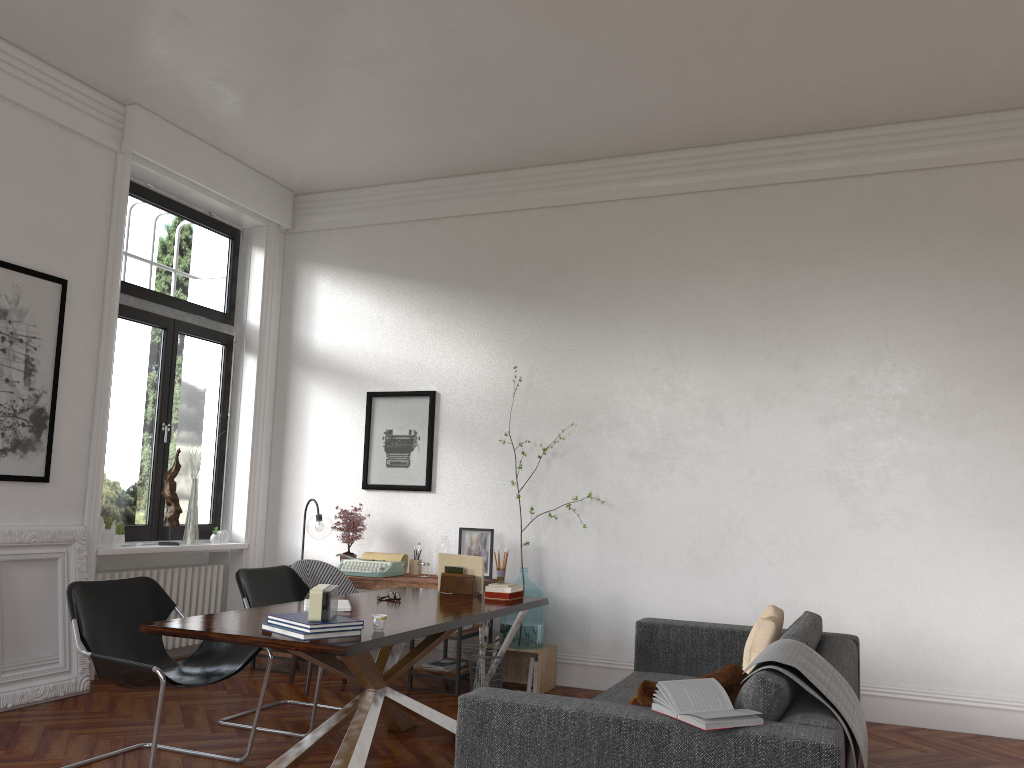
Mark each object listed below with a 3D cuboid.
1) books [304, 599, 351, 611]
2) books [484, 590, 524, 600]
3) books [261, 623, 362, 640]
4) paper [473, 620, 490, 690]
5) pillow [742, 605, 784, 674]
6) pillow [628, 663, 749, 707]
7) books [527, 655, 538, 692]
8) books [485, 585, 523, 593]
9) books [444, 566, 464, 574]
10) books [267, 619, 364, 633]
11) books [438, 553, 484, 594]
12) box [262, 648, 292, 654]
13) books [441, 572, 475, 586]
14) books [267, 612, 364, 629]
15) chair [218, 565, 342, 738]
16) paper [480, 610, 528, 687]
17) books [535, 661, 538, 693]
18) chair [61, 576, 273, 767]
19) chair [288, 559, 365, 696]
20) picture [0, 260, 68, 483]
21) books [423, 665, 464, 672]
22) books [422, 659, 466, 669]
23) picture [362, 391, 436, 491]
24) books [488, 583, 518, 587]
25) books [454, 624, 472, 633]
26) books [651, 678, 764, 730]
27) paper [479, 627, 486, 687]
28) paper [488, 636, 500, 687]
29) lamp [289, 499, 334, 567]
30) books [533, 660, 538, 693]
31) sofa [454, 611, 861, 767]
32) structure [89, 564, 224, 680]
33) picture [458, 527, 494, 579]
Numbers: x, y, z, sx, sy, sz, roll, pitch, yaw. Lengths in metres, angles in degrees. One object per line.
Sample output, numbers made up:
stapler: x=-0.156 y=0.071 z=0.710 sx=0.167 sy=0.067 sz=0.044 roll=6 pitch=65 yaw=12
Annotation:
books: x=-0.937 y=1.124 z=4.503 sx=0.231 sy=0.026 sz=0.326 roll=4 pitch=-8 yaw=-12
books: x=-0.044 y=1.247 z=5.262 sx=0.159 sy=0.039 sz=0.216 roll=-1 pitch=-9 yaw=24
books: x=-0.825 y=1.005 z=3.633 sx=0.264 sy=0.027 sz=0.348 roll=9 pitch=-11 yaw=-42
paper: x=-0.204 y=1.841 z=6.196 sx=0.047 sy=0.624 sz=0.294 roll=0 pitch=-7 yaw=15
pillow: x=1.255 y=1.371 z=4.508 sx=0.225 sy=0.459 sz=0.487 roll=-1 pitch=-8 yaw=22
pillow: x=0.580 y=1.184 z=3.119 sx=0.470 sy=0.395 sz=0.331 roll=6 pitch=-8 yaw=-30
books: x=0.162 y=2.042 z=6.234 sx=0.054 sy=0.257 sz=0.188 roll=-1 pitch=-8 yaw=23
books: x=-0.044 y=1.215 z=5.276 sx=0.164 sy=0.028 sz=0.208 roll=-1 pitch=-8 yaw=20
books: x=-0.352 y=1.200 z=5.448 sx=0.128 sy=0.157 sz=0.041 roll=-1 pitch=-7 yaw=22
books: x=-0.809 y=0.984 z=3.637 sx=0.250 sy=0.017 sz=0.345 roll=9 pitch=-11 yaw=-42
books: x=-0.317 y=1.171 z=5.483 sx=0.310 sy=0.238 sz=0.043 roll=-1 pitch=-7 yaw=22
box: x=-1.712 y=1.999 z=6.820 sx=0.296 sy=0.082 sz=0.318 roll=-1 pitch=-8 yaw=22
books: x=-0.331 y=1.214 z=5.387 sx=0.221 sy=0.124 sz=0.029 roll=-1 pitch=-7 yaw=22
books: x=-0.808 y=0.967 z=3.639 sx=0.250 sy=0.017 sz=0.345 roll=9 pitch=-11 yaw=-42
chair: x=-1.219 y=1.546 z=5.261 sx=0.745 sy=0.870 sz=0.754 roll=-1 pitch=-8 yaw=22
paper: x=-0.064 y=1.825 z=6.050 sx=0.330 sy=0.608 sz=0.047 roll=2 pitch=-7 yaw=3
books: x=0.199 y=2.053 z=6.209 sx=0.012 sy=0.231 sz=0.170 roll=-1 pitch=-8 yaw=22
chair: x=-1.665 y=1.382 z=4.181 sx=0.745 sy=0.870 sz=0.754 roll=-1 pitch=-8 yaw=22
chair: x=-1.265 y=1.655 z=6.113 sx=0.716 sy=0.897 sz=0.549 roll=0 pitch=-7 yaw=15
picture: x=-3.105 y=-0.086 z=5.322 sx=0.035 sy=1.320 sz=0.885 roll=-1 pitch=-7 yaw=22
books: x=-0.483 y=2.006 z=6.296 sx=0.196 sy=0.014 sz=0.268 roll=-1 pitch=-8 yaw=21
books: x=-0.483 y=1.990 z=6.298 sx=0.196 sy=0.014 sz=0.268 roll=-3 pitch=-9 yaw=33
picture: x=-0.928 y=0.465 z=7.276 sx=0.634 sy=0.814 sz=0.050 roll=-1 pitch=-7 yaw=22
books: x=-0.050 y=1.198 z=5.293 sx=0.128 sy=0.008 sz=0.160 roll=-1 pitch=-9 yaw=24
books: x=-0.445 y=1.723 z=6.297 sx=0.225 sy=0.038 sz=0.309 roll=-1 pitch=-8 yaw=21
books: x=0.617 y=1.008 z=2.815 sx=0.225 sy=0.095 sz=0.279 roll=6 pitch=-9 yaw=-25
paper: x=-0.199 y=1.890 z=6.009 sx=0.074 sy=0.477 sz=0.033 roll=6 pitch=-8 yaw=-30
paper: x=-0.139 y=1.956 z=6.174 sx=0.026 sy=0.387 sz=0.126 roll=-4 pitch=-9 yaw=44
lamp: x=-1.589 y=1.185 z=7.035 sx=0.208 sy=0.548 sz=0.442 roll=9 pitch=-10 yaw=-44
books: x=0.187 y=2.053 z=6.214 sx=0.012 sy=0.231 sz=0.170 roll=-1 pitch=-8 yaw=22
sofa: x=0.865 y=1.511 z=3.983 sx=1.262 sy=0.827 sz=2.651 roll=-1 pitch=-8 yaw=22
structure: x=-2.747 y=1.798 z=6.764 sx=0.225 sy=0.776 sz=1.457 roll=-1 pitch=-8 yaw=22
picture: x=-0.276 y=1.278 z=6.711 sx=0.282 sy=0.368 sz=0.023 roll=-1 pitch=-7 yaw=22
